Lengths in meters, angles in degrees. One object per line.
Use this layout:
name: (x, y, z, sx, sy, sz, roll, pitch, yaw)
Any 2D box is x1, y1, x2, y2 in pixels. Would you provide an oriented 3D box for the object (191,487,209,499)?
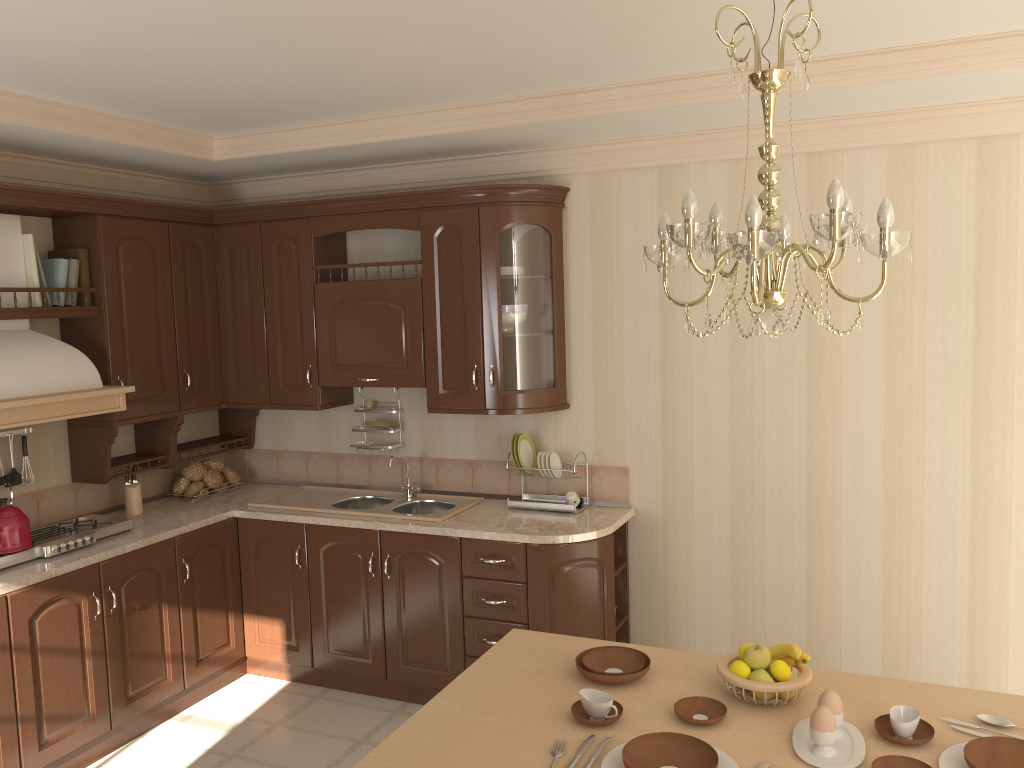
object: (-1.637, 0.561, 4.611, 0.119, 0.058, 0.114, -3, 5, -11)

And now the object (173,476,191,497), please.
object: (-1.704, 0.529, 4.579, 0.092, 0.109, 0.123, -3, 5, -9)

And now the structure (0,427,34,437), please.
structure: (-2.207, 0.222, 3.737, 0.008, 0.020, 0.422, 1, 6, 24)

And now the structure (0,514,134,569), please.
structure: (-1.919, 0.647, 3.673, 0.325, 0.054, 0.710, 1, 6, 24)

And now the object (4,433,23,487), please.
object: (-2.169, 0.329, 3.838, 0.028, 0.236, 0.088, 1, 6, 24)

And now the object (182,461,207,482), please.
object: (-1.646, 0.453, 4.598, 0.100, 0.105, 0.118, 0, 6, 19)

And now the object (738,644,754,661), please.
object: (0.619, 0.702, 2.315, 0.054, 0.046, 0.047, -4, 6, -24)

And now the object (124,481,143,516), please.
object: (-1.840, 0.550, 4.304, 0.078, 0.148, 0.151, -5, 6, -28)

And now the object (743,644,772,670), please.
object: (0.625, 0.699, 2.261, 0.069, 0.061, 0.068, 3, 7, 40)

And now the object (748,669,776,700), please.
object: (0.627, 0.753, 2.221, 0.072, 0.076, 0.074, -2, 5, -1)

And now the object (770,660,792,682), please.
object: (0.674, 0.719, 2.223, 0.051, 0.053, 0.045, -1, 5, 12)

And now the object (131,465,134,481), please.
object: (-1.851, 0.480, 4.340, 0.022, 0.159, 0.050, -2, 5, -7)

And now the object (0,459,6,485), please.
object: (-2.192, 0.339, 3.755, 0.005, 0.195, 0.089, 1, 6, 24)

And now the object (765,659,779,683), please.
object: (0.672, 0.746, 2.281, 0.076, 0.065, 0.077, -2, 5, 0)

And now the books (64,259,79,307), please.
books: (-2.004, -0.445, 3.922, 0.205, 0.209, 0.080, 1, 6, 24)

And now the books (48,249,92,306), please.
books: (-1.980, -0.474, 3.980, 0.205, 0.254, 0.052, 1, 6, 24)

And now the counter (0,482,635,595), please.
counter: (-1.066, 0.702, 3.400, 2.422, 0.034, 2.603, 1, 6, 24)

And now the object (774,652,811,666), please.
object: (0.709, 0.722, 2.285, 0.064, 0.094, 0.176, -5, 6, -29)

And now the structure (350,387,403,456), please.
structure: (-0.702, 0.184, 4.552, 0.256, 0.361, 0.131, 1, 6, 24)

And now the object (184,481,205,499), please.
object: (-1.635, 0.546, 4.564, 0.104, 0.092, 0.114, -4, 6, -19)

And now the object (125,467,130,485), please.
object: (-1.855, 0.500, 4.283, 0.027, 0.198, 0.053, -1, 5, 8)

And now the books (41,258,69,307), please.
books: (-2.033, -0.440, 3.879, 0.205, 0.209, 0.086, 1, 6, 24)

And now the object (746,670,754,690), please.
object: (0.604, 0.752, 2.289, 0.070, 0.069, 0.068, 2, 6, 33)

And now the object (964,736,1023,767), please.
object: (1.051, 0.801, 1.840, 0.204, 0.042, 0.204, -2, 5, -6)

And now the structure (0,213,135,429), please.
structure: (-2.027, -0.273, 3.622, 0.455, 0.845, 0.753, 1, 6, 24)

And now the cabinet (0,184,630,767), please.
cabinet: (-1.208, 0.394, 3.099, 2.436, 2.313, 3.226, 1, 6, 24)

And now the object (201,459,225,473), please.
object: (-1.605, 0.442, 4.733, 0.125, 0.078, 0.112, 0, 6, 18)

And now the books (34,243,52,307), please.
books: (-2.074, -0.463, 3.799, 0.194, 0.271, 0.068, 1, 6, 24)

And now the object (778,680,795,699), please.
object: (0.687, 0.766, 2.225, 0.055, 0.046, 0.046, -5, 6, -33)

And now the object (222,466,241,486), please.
object: (-1.514, 0.496, 4.780, 0.097, 0.106, 0.117, -4, 6, -20)

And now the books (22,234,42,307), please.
books: (-2.084, -0.477, 3.759, 0.194, 0.305, 0.042, 1, 6, 24)

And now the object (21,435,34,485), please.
object: (-2.132, 0.335, 3.889, 0.049, 0.219, 0.049, -2, 5, 1)

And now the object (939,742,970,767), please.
object: (1.052, 0.819, 1.842, 0.299, 0.009, 0.299, -1, 5, 3)

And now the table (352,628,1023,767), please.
table: (0.550, 1.204, 2.102, 1.567, 0.774, 0.900, 1, 6, 24)

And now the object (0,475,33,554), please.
object: (-1.968, 0.504, 3.445, 0.181, 0.282, 0.227, -7, 7, -43)

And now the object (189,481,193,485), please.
object: (-1.670, 0.489, 4.676, 0.110, 0.092, 0.113, -3, 5, -14)

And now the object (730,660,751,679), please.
object: (0.581, 0.728, 2.252, 0.045, 0.047, 0.055, -5, 6, -34)

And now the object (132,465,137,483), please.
object: (-1.830, 0.492, 4.310, 0.027, 0.198, 0.053, -1, 5, 8)

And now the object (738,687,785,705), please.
object: (0.647, 0.790, 2.277, 0.128, 0.011, 0.128, -4, 6, -25)

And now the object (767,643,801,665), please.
object: (0.688, 0.704, 2.287, 0.066, 0.085, 0.184, -5, 6, -28)

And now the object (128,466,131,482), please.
object: (-1.864, 0.488, 4.311, 0.027, 0.191, 0.052, -4, 6, -20)

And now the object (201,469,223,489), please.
object: (-1.573, 0.498, 4.648, 0.110, 0.102, 0.115, -6, 7, -37)
